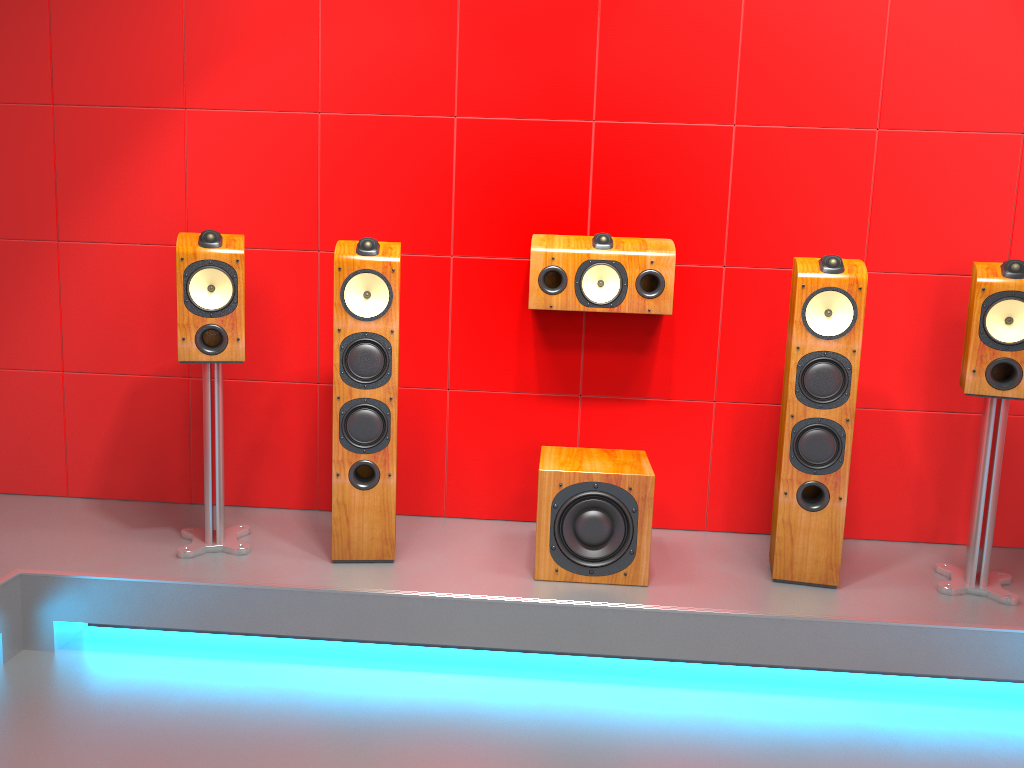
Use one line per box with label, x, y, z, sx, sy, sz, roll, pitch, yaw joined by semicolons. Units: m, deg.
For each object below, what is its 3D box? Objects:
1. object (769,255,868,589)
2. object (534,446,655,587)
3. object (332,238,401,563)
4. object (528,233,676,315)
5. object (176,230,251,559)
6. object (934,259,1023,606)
object;0.984;0.113;2.872;0.203;1.052;0.238;4;9;13
object;0.265;0.427;2.934;0.360;0.360;0.360;3;8;3
object;-0.479;0.050;2.926;0.203;1.052;0.238;1;8;-7
object;0.314;-0.397;3.140;0.493;0.271;0.235;3;8;3
object;-0.995;0.024;2.953;0.231;1.058;0.265;0;9;-17
object;1.531;0.138;2.820;0.231;1.058;0.265;6;9;23
